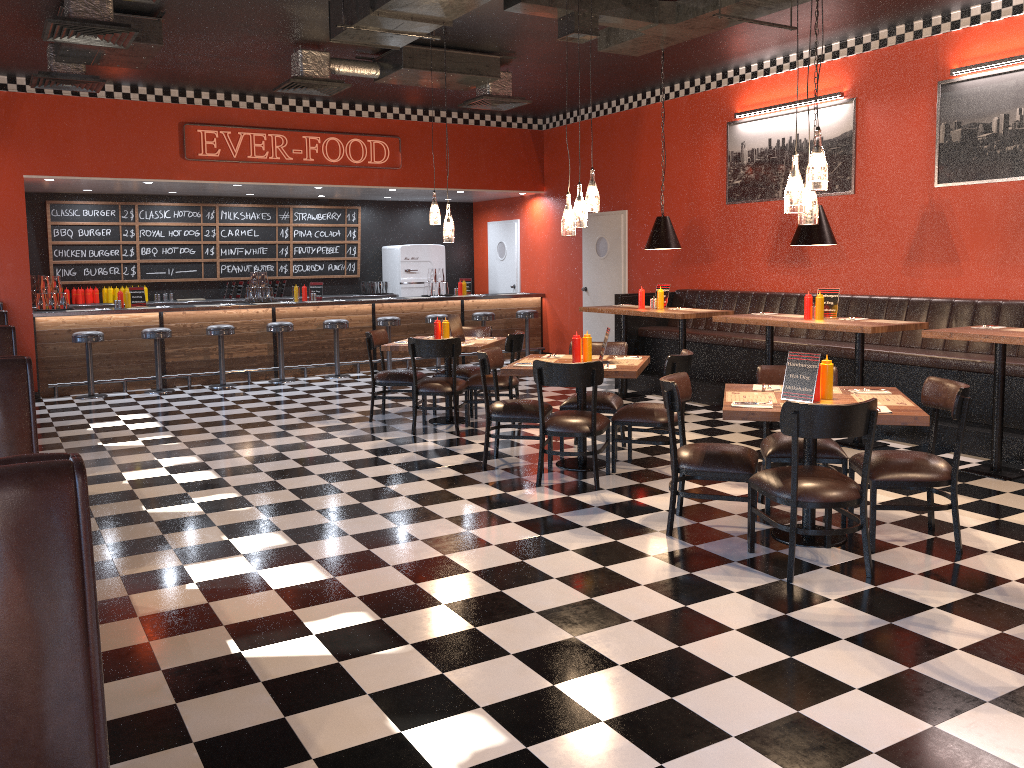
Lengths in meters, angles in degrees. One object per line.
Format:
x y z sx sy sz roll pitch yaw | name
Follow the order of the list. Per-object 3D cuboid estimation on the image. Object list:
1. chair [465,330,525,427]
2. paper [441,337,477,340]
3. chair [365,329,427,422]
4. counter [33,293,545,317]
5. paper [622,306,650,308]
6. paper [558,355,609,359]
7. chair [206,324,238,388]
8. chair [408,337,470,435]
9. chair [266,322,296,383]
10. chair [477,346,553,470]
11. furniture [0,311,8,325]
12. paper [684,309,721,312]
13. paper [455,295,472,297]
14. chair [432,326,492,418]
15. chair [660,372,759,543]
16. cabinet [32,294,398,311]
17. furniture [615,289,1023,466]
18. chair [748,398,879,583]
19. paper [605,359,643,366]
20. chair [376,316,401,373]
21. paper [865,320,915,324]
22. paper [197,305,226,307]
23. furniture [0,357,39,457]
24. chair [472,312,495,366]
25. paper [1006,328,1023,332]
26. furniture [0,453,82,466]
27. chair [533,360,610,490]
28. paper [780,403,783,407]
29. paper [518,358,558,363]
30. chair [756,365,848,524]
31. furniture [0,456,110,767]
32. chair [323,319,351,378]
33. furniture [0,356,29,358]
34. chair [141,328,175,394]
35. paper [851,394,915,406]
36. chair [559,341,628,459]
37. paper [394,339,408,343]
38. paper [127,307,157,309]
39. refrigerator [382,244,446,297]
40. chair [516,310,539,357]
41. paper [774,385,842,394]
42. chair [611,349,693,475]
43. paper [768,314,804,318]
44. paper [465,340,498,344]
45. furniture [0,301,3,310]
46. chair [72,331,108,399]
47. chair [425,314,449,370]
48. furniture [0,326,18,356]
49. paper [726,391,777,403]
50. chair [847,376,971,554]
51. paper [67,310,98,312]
-0.145 -0.058 8.335 0.544 0.864 0.488 0 6 9 | chair
-0.550 -0.454 8.755 0.365 0.001 0.262 2 8 17 | paper
-1.150 -0.092 8.676 0.544 0.864 0.488 0 6 9 | chair
-2.684 -1.127 12.312 7.051 0.050 0.678 -6 9 -30 | counter
1.414 -0.858 9.812 0.261 0.001 0.367 -5 9 -28 | paper
0.566 -0.212 6.934 0.365 0.001 0.262 1 8 13 | paper
-3.645 -0.356 11.121 0.348 0.771 0.350 1 6 19 | chair
-0.659 -0.006 8.016 0.486 0.863 0.547 0 6 9 | chair
-2.998 -0.419 11.502 0.348 0.771 0.350 0 6 9 | chair
0.013 0.169 6.714 0.544 0.864 0.488 0 6 12 | chair
-5.112 0.010 7.329 1.712 1.149 0.708 -5 8 -30 | furniture
1.898 -0.748 8.986 0.261 0.001 0.367 -5 9 -28 | paper
-0.713 -1.323 13.316 0.366 0.001 0.262 -5 9 -30 | paper
-0.479 -0.141 8.954 0.487 0.863 0.547 2 7 26 | chair
1.112 0.392 5.023 0.544 0.864 0.488 1 6 18 | chair
-4.275 -0.771 13.327 5.292 0.995 0.677 -6 8 -30 | cabinet
3.923 -0.078 7.070 1.106 1.144 8.787 -5 9 -30 | furniture
1.489 0.478 4.378 0.486 0.863 0.547 -2 6 -8 | chair
0.820 -0.161 6.548 0.261 0.001 0.367 1 8 15 | paper
-1.705 -0.544 12.264 0.348 0.771 0.350 1 6 14 | chair
3.042 -0.503 7.140 0.261 0.001 0.367 -5 9 -28 | paper
-3.898 -1.012 11.433 0.366 0.001 0.262 -5 9 -29 | paper
-2.673 0.554 3.237 1.712 1.149 0.708 -5 8 -30 | furniture
-0.413 -0.670 13.026 0.349 0.771 0.349 -4 7 -25 | chair
3.633 -0.368 6.128 0.261 0.001 0.367 -5 9 -28 | paper
-1.814 0.745 1.795 1.712 1.149 0.708 -5 8 -30 | furniture
0.417 0.246 6.126 0.486 0.863 0.547 1 6 14 | chair
1.554 0.121 4.482 0.365 0.001 0.262 1 8 13 | paper
0.194 -0.172 6.687 0.261 0.001 0.367 1 8 12 | paper
1.736 0.339 5.342 0.486 0.863 0.547 0 6 9 | chair
-1.454 0.826 1.190 1.712 1.149 0.708 -5 8 -30 | furniture
-2.352 -0.482 11.883 0.348 0.771 0.350 1 6 14 | chair
-3.033 0.473 3.841 1.712 1.149 0.708 -5 8 -30 | furniture
-4.291 -0.293 10.739 0.348 0.771 0.350 1 6 19 | chair
1.961 0.083 4.706 0.261 0.001 0.367 1 8 13 | paper
0.662 0.107 7.090 0.486 0.863 0.547 1 7 17 | chair
-0.944 -0.414 8.513 0.261 0.001 0.367 1 8 14 | paper
-4.581 -0.942 11.005 0.366 0.001 0.262 -5 9 -29 | paper
-1.608 -1.415 14.751 0.804 1.795 0.852 -4 7 -30 | refrigerator
0.234 -0.733 13.407 0.348 0.771 0.350 1 6 14 | chair
1.698 0.031 5.104 0.365 0.001 0.262 1 8 16 | paper
1.040 0.193 6.445 0.545 0.864 0.488 2 7 23 | chair
2.528 -0.611 7.957 0.261 0.001 0.367 -5 9 -28 | paper
-0.294 -0.400 8.352 0.261 0.001 0.367 1 8 14 | paper
-6.336 -0.263 9.383 1.712 1.149 0.708 -5 8 -30 | furniture
-4.938 -0.230 10.358 0.348 0.771 0.350 1 6 14 | chair
-1.059 -0.607 12.645 0.349 0.771 0.349 -4 7 -30 | chair
-3.892 0.282 5.283 1.712 1.149 0.708 -5 8 -30 | furniture
1.308 0.071 4.855 0.261 0.001 0.367 1 8 13 | paper
2.139 0.416 4.755 0.544 0.864 0.488 0 6 7 | chair
-5.155 -0.884 10.650 0.366 0.001 0.262 -5 9 -29 | paper
